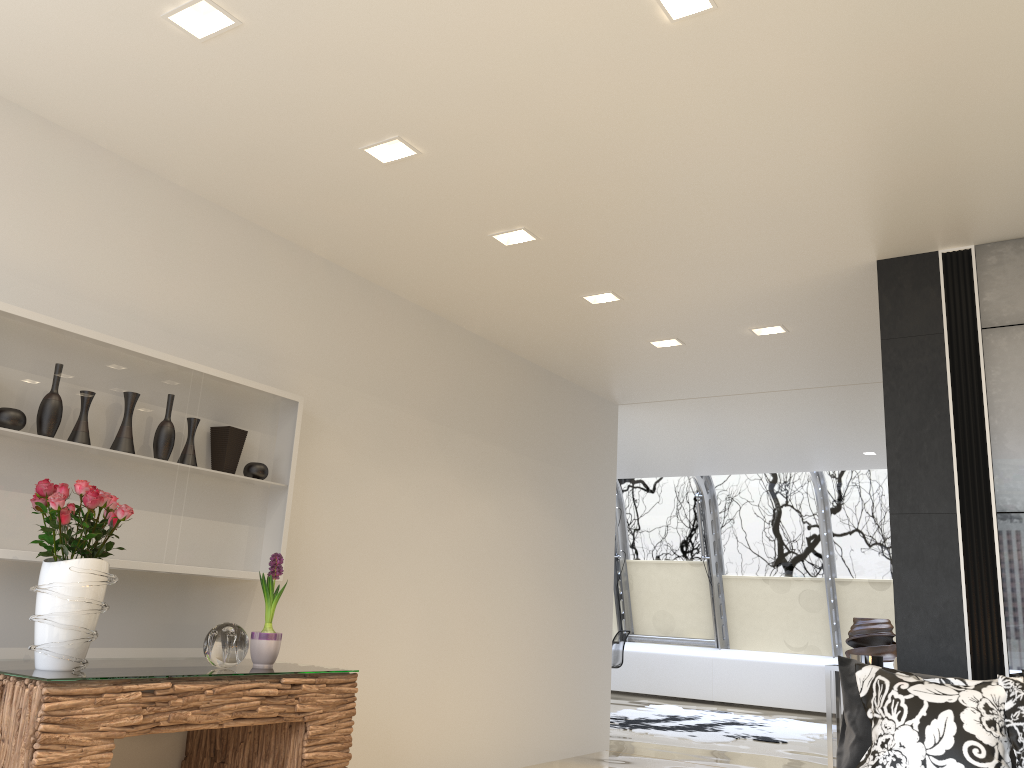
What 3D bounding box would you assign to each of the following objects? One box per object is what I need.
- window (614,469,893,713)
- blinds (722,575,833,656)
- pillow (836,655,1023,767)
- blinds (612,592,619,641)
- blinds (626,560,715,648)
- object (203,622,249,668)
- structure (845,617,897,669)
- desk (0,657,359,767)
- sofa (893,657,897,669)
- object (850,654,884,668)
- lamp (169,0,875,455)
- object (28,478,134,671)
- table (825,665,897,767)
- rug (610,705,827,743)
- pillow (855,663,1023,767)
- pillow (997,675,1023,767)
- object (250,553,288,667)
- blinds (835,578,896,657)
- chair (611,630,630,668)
[{"bbox_3d":[-0.679,1.258,6.632,16.171,3.674,16.693,-8,-19,38],"label":"window"},{"bbox_3d":[3.626,3.171,12.151,1.430,1.027,0.329,-6,-17,32],"label":"blinds"},{"bbox_3d":[1.699,1.389,3.552,0.808,0.525,0.434,-5,-17,29],"label":"pillow"},{"bbox_3d":[1.040,3.451,13.800,1.430,1.027,0.329,-6,-17,32],"label":"blinds"},{"bbox_3d":[2.325,3.214,12.975,1.376,1.214,0.387,-6,-17,32],"label":"blinds"},{"bbox_3d":[-1.136,1.039,3.525,0.174,0.179,0.175,9,-16,-22],"label":"object"},{"bbox_3d":[4.329,3.449,10.614,0.674,1.258,0.672,1,-15,10],"label":"structure"},{"bbox_3d":[-1.376,1.471,3.377,0.793,0.762,1.436,-6,-17,32],"label":"desk"},{"bbox_3d":[5.813,3.041,8.033,4.169,0.866,3.257,-6,-17,32],"label":"sofa"},{"bbox_3d":[1.737,1.360,4.344,0.153,0.059,0.151,5,-15,-6],"label":"object"},{"bbox_3d":[0.896,-0.390,5.780,9.928,0.004,9.775,-6,-17,33],"label":"lamp"},{"bbox_3d":[-1.558,0.667,3.130,0.327,0.654,0.350,14,-18,-35],"label":"object"},{"bbox_3d":[1.711,1.808,4.227,0.350,0.872,0.202,-6,-17,32],"label":"table"},{"bbox_3d":[2.189,3.673,9.567,2.705,0.008,3.220,-6,-17,32],"label":"rug"},{"bbox_3d":[1.581,1.326,3.327,0.607,0.483,0.368,-6,-17,32],"label":"pillow"},{"bbox_3d":[2.000,1.286,3.029,0.623,0.505,0.393,-4,-16,27],"label":"pillow"},{"bbox_3d":[-1.041,0.965,3.814,0.129,0.476,0.129,5,-15,-6],"label":"object"},{"bbox_3d":[4.919,3.032,11.327,1.430,1.027,0.329,-6,-17,32],"label":"blinds"},{"bbox_3d":[1.137,3.395,11.323,0.688,0.519,0.446,-6,-17,32],"label":"chair"}]
